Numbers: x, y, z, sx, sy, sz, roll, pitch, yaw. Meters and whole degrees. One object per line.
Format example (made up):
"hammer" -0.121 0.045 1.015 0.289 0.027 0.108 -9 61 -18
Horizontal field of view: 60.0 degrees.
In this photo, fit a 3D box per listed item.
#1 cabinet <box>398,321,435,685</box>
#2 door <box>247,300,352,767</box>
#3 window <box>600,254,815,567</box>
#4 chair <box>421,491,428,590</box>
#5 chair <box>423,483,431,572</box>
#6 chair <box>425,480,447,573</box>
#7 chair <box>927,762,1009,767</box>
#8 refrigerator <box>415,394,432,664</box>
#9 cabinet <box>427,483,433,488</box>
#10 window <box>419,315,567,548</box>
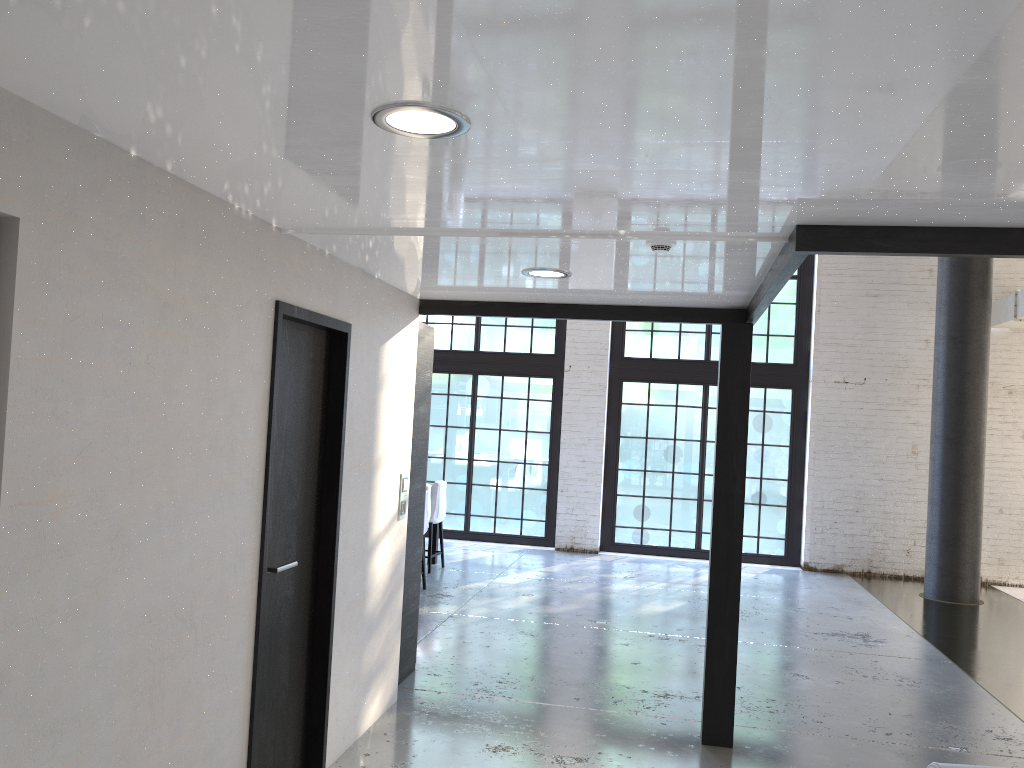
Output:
"cabinet" -2.385 0.681 7.539 4.274 2.314 4.234 3 -2 10
"door" -0.970 0.730 3.635 0.271 2.057 0.750 3 -2 11
"window" 2.491 -0.322 11.304 2.490 5.177 0.138 3 -1 10
"chair" -1.058 1.447 8.150 0.501 0.984 0.579 2 -2 22
"chair" -1.073 1.472 8.802 0.501 0.984 0.579 3 -2 2
"chair" -0.972 1.501 9.384 0.501 0.984 0.579 3 -2 17
"chair" 1.566 1.399 1.879 1.007 0.784 1.026 3 -2 2
"refrigerator" -1.050 0.909 5.483 0.853 1.771 0.821 3 -2 10
"cabinet" -1.718 1.464 8.604 1.370 0.910 2.693 3 -2 10
"window" -0.469 -0.461 11.851 2.490 5.177 0.138 3 -1 10
